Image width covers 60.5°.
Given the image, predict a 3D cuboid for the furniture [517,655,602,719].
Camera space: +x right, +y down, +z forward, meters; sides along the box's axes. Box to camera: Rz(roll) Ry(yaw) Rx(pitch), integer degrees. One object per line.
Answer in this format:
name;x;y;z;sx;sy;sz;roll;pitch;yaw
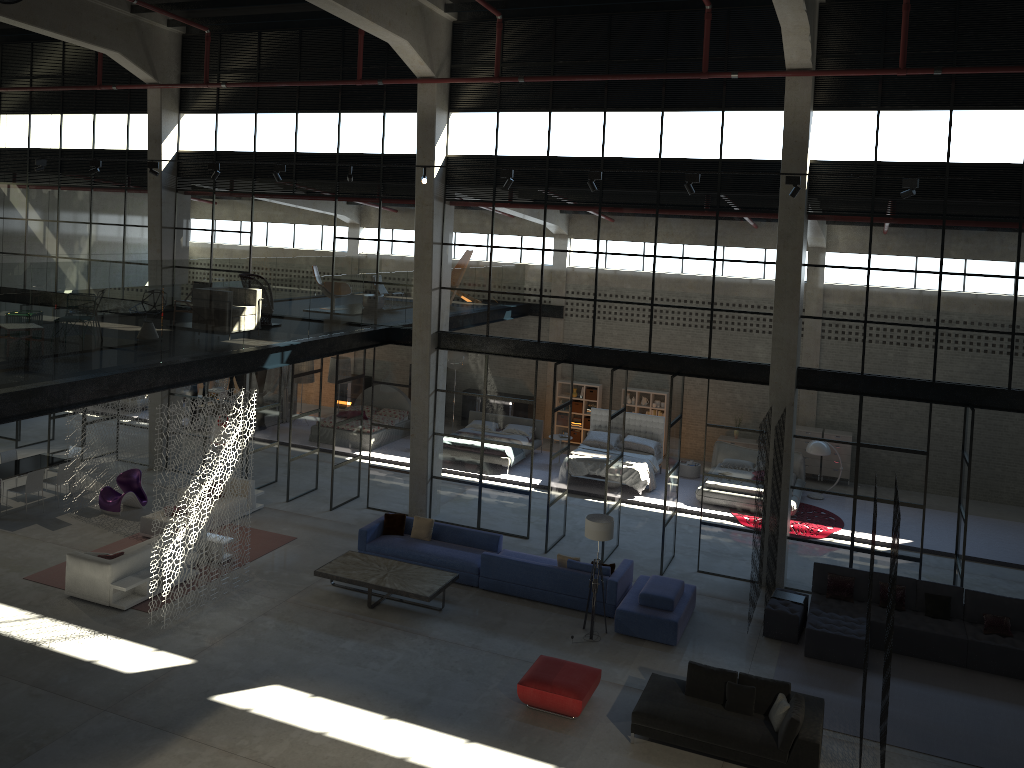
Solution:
furniture;0.611;3.847;11.172;0.858;0.373;0.863;6;9;22

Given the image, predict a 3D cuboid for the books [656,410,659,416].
books;3.934;0.858;23.699;0.056;0.339;0.254;4;5;22

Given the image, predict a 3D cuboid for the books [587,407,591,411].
books;2.236;0.706;24.405;0.257;0.046;0.215;7;10;22

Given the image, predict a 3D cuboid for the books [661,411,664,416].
books;4.049;0.898;23.653;0.027;0.286;0.254;4;5;22

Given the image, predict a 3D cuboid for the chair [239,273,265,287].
chair;-5.063;-1.674;17.349;0.686;0.981;0.837;2;5;-8

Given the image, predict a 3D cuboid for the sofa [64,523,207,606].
sofa;-6.031;2.830;14.239;0.951;0.664;2.158;6;10;21

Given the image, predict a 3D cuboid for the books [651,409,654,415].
books;3.824;0.850;23.744;0.069;0.333;0.254;4;5;22

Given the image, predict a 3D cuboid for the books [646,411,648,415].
books;3.641;0.864;23.766;0.089;0.274;0.187;4;5;22

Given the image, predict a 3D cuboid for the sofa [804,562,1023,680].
sofa;6.443;3.629;12.622;4.166;0.864;1.842;7;9;22

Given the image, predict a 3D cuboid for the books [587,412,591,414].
books;2.233;0.785;24.408;0.257;0.071;0.215;7;10;22

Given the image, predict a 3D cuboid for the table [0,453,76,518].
table;-9.814;2.011;17.545;0.904;0.751;1.819;5;9;22

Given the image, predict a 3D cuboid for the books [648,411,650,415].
books;3.715;0.871;23.744;0.052;0.275;0.187;4;4;22

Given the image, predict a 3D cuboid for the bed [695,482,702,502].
bed;5.511;2.126;20.134;2.250;0.918;2.579;6;10;22

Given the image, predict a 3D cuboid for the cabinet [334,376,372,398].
cabinet;-4.945;0.317;27.277;1.044;1.154;0.452;5;4;22

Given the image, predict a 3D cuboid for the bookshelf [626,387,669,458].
bookshelf;3.589;1.046;23.857;1.244;1.748;0.331;5;3;22

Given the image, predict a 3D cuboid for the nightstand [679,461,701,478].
nightstand;4.365;2.111;21.675;0.581;0.297;0.484;6;8;18

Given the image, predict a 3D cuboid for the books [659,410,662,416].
books;4.003;0.873;23.671;0.036;0.330;0.254;4;5;22

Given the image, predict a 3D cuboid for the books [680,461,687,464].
books;4.251;1.943;21.740;0.135;0.020;0.194;7;11;21

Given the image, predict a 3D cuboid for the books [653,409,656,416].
books;3.867;0.854;23.727;0.059;0.332;0.254;4;5;22

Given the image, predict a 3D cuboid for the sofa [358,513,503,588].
sofa;-1.430;2.884;15.391;2.344;0.600;1.063;7;9;22

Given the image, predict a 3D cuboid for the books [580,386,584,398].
books;1.981;0.224;24.518;0.087;0.318;0.254;4;5;22

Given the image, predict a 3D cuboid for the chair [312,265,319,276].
chair;-4.262;-2.312;21.034;0.977;1.021;0.799;-2;7;-40

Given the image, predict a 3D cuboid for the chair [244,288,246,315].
chair;-5.031;-1.264;15.492;0.807;0.827;0.991;5;7;22

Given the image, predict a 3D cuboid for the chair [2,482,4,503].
chair;-10.473;1.943;17.435;0.547;0.865;0.422;5;4;22

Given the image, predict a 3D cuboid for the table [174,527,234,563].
table;-5.445;2.816;15.327;1.206;0.367;0.302;7;6;22

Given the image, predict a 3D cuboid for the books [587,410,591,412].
books;2.236;0.742;24.403;0.250;0.019;0.217;7;11;22

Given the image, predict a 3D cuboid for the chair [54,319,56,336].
chair;-6.735;-0.982;13.507;0.485;0.802;0.503;3;4;-3

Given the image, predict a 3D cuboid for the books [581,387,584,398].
books;2.012;0.228;24.505;0.087;0.318;0.254;4;5;22

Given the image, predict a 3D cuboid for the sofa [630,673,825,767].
sofa;2.558;3.985;10.399;2.114;0.558;1.091;7;9;22

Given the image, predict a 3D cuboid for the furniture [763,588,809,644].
furniture;4.244;3.563;13.564;0.511;0.451;0.967;6;9;27

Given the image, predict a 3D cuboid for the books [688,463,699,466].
books;4.461;1.967;21.600;0.229;0.046;0.303;8;11;27

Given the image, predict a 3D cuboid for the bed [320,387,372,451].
bed;-4.026;0.816;23.874;2.038;1.270;2.362;6;9;22

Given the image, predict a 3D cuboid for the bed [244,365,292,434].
bed;-7.636;0.039;25.003;2.256;2.065;2.331;5;7;22

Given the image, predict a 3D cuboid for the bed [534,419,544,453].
bed;-0.590;1.442;22.460;2.265;0.862;2.418;6;10;22

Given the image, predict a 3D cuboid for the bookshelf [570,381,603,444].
bookshelf;1.846;0.838;24.560;1.244;1.748;0.331;5;3;22

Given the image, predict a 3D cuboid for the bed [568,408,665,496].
bed;2.445;1.578;21.050;2.226;1.407;2.337;6;8;21

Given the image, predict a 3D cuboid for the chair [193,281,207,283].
chair;-6.050;-1.532;16.742;0.521;0.819;0.560;5;5;22

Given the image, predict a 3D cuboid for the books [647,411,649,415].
books;3.677;0.873;23.756;0.061;0.264;0.187;4;5;22

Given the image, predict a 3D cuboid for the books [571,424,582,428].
books;1.835;1.154;24.586;0.310;0.054;0.232;7;10;22

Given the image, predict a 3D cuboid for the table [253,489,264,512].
table;-5.540;2.342;17.965;0.904;0.367;0.302;6;6;22

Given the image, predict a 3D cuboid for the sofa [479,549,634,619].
sofa;0.738;3.091;14.494;2.344;0.718;1.063;7;8;22

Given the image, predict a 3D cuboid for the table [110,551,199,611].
table;-5.583;3.081;13.799;0.301;0.365;1.584;5;10;22

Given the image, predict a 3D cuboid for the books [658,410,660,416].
books;3.976;0.873;23.682;0.020;0.317;0.254;4;5;22

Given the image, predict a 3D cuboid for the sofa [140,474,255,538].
sofa;-5.991;2.365;16.865;0.945;0.663;2.167;6;10;21

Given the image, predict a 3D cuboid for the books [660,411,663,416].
books;4.033;0.896;23.679;0.020;0.279;0.254;4;5;22

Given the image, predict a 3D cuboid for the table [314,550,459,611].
table;-2.005;3.205;14.006;2.072;0.396;1.036;7;10;22

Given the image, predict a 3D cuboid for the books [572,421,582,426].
books;1.837;1.098;24.585;0.283;0.054;0.232;7;10;22

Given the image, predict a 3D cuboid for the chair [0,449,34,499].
chair;-10.209;1.841;18.083;0.547;0.865;0.422;5;4;22

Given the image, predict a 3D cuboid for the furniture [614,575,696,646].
furniture;2.250;3.374;13.594;0.953;0.550;1.551;6;10;22

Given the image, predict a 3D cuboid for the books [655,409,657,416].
books;3.911;0.856;23.728;0.065;0.332;0.254;4;5;22

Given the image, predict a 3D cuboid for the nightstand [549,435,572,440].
nightstand;1.207;1.682;22.093;0.601;0.695;0.608;2;5;-6

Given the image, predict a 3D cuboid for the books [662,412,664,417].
books;4.067;0.909;23.636;0.022;0.273;0.254;4;6;22
